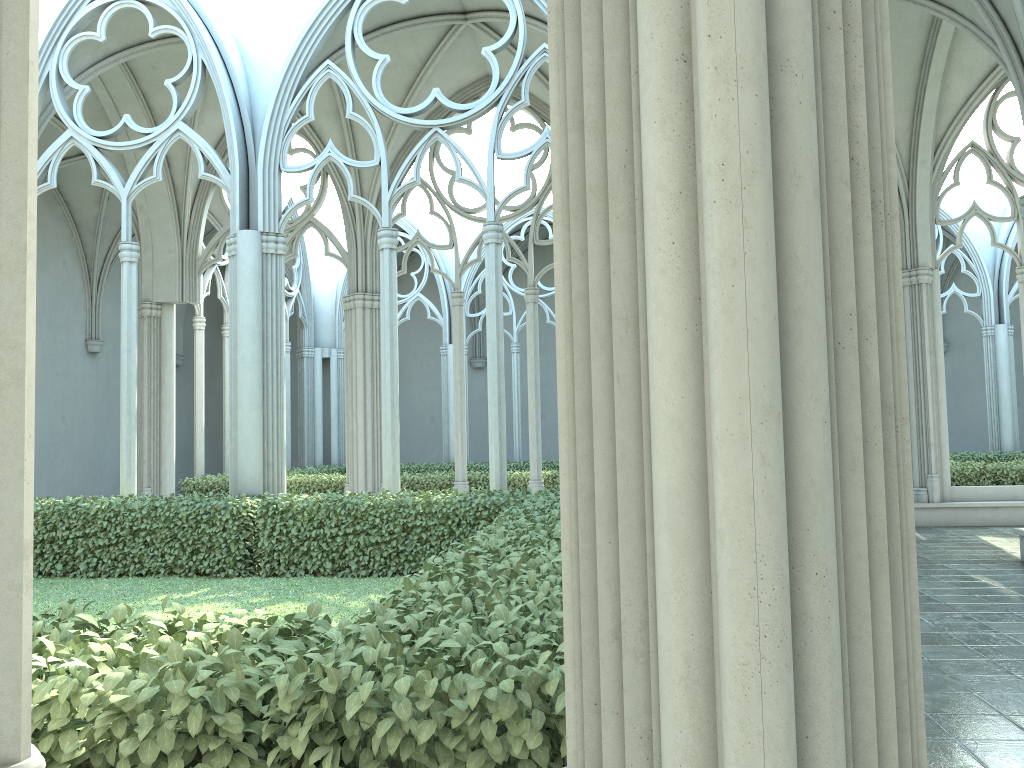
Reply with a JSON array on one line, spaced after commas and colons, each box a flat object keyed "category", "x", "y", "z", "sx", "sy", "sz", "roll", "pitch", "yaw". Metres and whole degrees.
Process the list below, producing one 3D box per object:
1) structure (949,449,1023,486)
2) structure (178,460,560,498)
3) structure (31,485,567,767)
[{"category": "structure", "x": 11.353, "y": 1.845, "z": 17.862, "sx": 7.995, "sy": 0.963, "sz": 8.018, "roll": -2, "pitch": -4, "yaw": 7}, {"category": "structure", "x": -1.632, "y": 2.245, "z": 19.434, "sx": 7.995, "sy": 0.963, "sz": 8.018, "roll": -2, "pitch": -4, "yaw": 7}, {"category": "structure", "x": -3.217, "y": 1.461, "z": 6.489, "sx": 7.995, "sy": 0.963, "sz": 8.018, "roll": -2, "pitch": -4, "yaw": 7}]
